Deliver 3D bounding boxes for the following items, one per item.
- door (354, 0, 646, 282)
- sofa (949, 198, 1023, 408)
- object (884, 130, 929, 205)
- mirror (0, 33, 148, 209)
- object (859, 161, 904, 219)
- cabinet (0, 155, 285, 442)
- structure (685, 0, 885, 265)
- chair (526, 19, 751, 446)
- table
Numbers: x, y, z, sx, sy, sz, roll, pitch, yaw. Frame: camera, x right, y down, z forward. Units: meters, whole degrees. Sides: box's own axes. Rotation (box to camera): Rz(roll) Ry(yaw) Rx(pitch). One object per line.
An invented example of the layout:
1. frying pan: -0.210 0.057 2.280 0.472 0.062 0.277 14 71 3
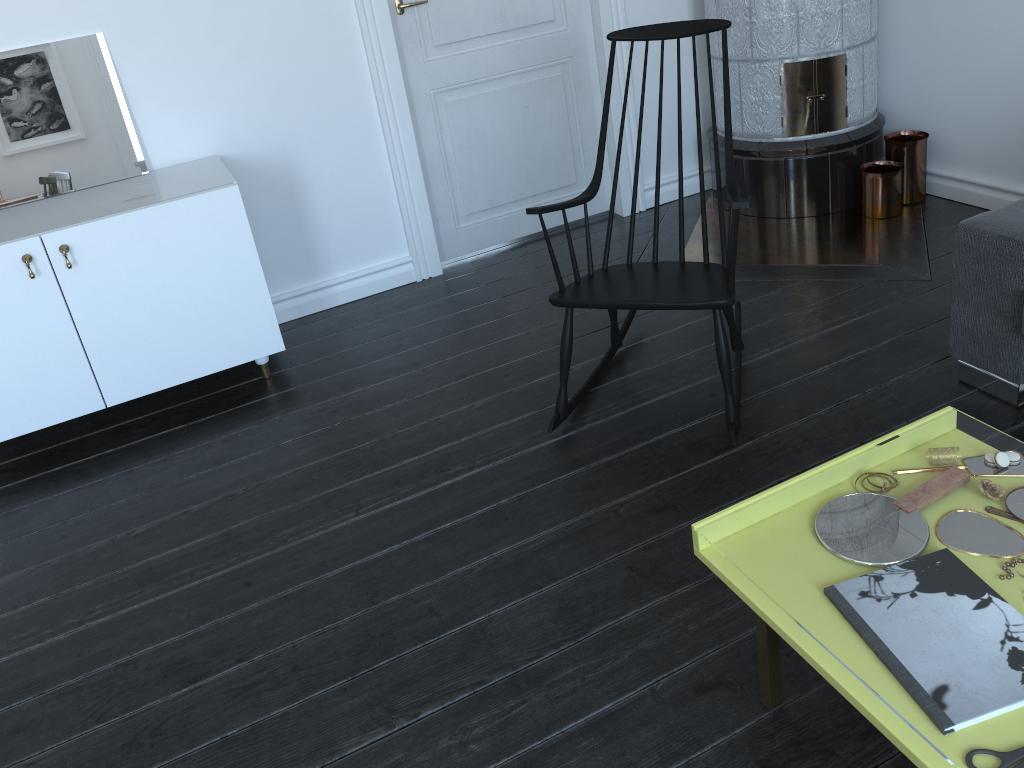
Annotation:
1. door: -0.103 -1.728 3.585 1.183 2.371 0.119 -19 25 -19
2. sofa: 2.108 -0.023 1.496 1.096 0.693 2.454 -19 29 -17
3. object: 1.677 -0.920 3.750 0.178 0.269 0.179 -19 26 -18
4. mirror: -1.691 -0.884 3.032 0.704 0.481 0.055 -20 25 -19
5. object: 1.539 -0.809 3.672 0.175 0.191 0.178 -24 29 -27
6. cabinet: -1.478 -0.235 3.024 1.214 0.705 0.609 -20 27 -19
7. structure: 1.015 -2.033 3.369 0.778 2.768 1.325 0 26 22
8. chair: 0.427 -0.483 2.604 0.612 0.962 0.946 1 28 22
9. table: 0.894 0.590 1.076 0.607 0.382 1.449 -19 29 -17
